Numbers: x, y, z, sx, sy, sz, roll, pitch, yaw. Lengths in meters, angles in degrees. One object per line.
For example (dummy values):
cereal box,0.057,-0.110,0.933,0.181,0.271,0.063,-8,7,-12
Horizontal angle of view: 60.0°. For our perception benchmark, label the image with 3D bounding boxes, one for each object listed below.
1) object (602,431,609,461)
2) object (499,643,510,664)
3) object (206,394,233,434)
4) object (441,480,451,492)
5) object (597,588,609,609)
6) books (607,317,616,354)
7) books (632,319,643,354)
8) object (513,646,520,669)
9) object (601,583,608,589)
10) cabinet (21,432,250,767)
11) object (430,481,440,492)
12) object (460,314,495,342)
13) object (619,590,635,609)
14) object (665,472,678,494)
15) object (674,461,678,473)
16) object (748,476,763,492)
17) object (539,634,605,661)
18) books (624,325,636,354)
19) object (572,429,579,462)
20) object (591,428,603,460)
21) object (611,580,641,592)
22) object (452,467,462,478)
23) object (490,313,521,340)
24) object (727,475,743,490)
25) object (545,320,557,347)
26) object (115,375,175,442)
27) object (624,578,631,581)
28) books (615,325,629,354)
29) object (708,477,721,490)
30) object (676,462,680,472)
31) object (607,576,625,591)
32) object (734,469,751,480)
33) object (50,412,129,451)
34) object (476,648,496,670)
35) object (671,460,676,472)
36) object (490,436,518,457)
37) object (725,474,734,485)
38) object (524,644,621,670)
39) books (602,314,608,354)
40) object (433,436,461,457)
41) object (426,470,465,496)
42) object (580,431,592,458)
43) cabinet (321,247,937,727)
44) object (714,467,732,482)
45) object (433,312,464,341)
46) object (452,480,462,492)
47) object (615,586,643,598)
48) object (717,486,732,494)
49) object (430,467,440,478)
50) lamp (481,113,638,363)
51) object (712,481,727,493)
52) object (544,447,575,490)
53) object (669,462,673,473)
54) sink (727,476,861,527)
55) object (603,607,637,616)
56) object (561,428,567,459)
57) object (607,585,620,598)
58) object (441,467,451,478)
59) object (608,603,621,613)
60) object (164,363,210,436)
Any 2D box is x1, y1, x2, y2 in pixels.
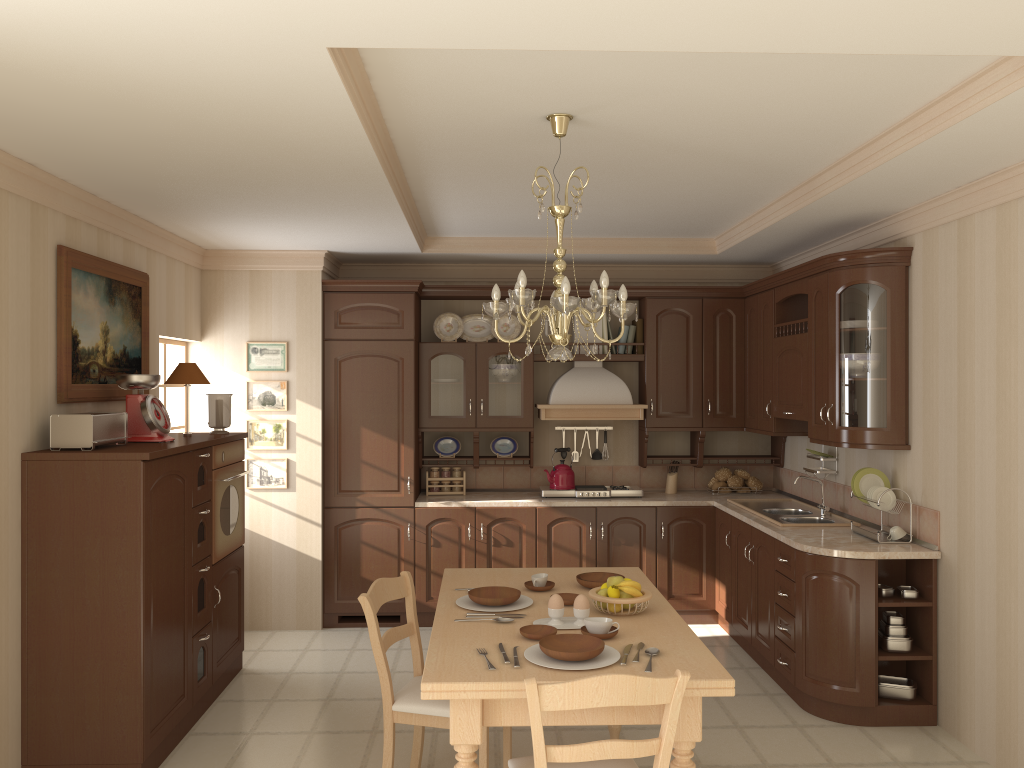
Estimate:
object,0.686,0.453,6.515,0.049,0.219,0.049,0,0,-24
object,-0.027,0.844,2.785,0.018,0.008,0.212,0,0,-7
object,-1.630,0.165,4.939,0.144,0.220,0.144,0,0,-19
object,-0.472,0.732,6.334,0.068,0.088,0.068,0,0,14
object,0.349,0.799,3.300,0.074,0.076,0.072,0,0,-27
books,0.707,-0.347,6.434,0.068,0.271,0.194,0,0,-2
books,0.912,-0.339,6.429,0.052,0.254,0.205,0,0,-2
object,0.015,0.844,2.749,0.022,0.008,0.218,0,0,1
object,0.359,0.776,3.356,0.045,0.047,0.055,0,0,30
cabinet,-1.718,0.950,4.307,0.538,1.349,1.513,0,0,-2
object,-0.550,0.732,6.325,0.068,0.088,0.068,0,0,14
object,-0.250,-0.405,6.380,0.342,0.209,0.073,0,0,-1
object,0.422,0.799,3.286,0.077,0.065,0.076,0,0,-25
object,1.165,0.714,6.430,0.078,0.148,0.151,0,0,36
object,1.180,0.657,6.424,0.053,0.198,0.027,0,0,-18
object,1.738,0.714,6.343,0.097,0.106,0.117,0,0,44
object,0.186,0.824,2.752,0.204,0.042,0.204,0,0,-32
books,0.846,-0.316,6.424,0.080,0.209,0.205,0,0,-2
object,0.464,0.451,6.509,0.051,0.245,0.003,0,0,-2
object,0.626,0.442,6.526,0.088,0.236,0.028,0,0,-2
object,0.439,0.759,3.274,0.066,0.085,0.184,0,0,36
object,-0.395,0.631,6.343,0.068,0.088,0.068,0,0,14
object,-0.046,-0.407,6.330,0.220,0.210,0.068,0,0,-4
object,1.594,0.702,6.339,0.110,0.102,0.115,0,0,27
object,0.295,-0.336,6.371,0.163,0.248,0.174,0,0,-39
object,-1.761,0.114,4.233,0.263,0.317,0.218,0,0,2
object,0.433,0.756,3.349,0.054,0.046,0.047,0,0,40
books,0.795,-0.316,6.431,0.086,0.209,0.205,0,0,-2
object,1.472,0.722,6.427,0.123,0.109,0.092,0,0,-34
object,1.199,0.648,6.456,0.050,0.159,0.022,0,0,-32
object,0.389,0.749,3.320,0.068,0.061,0.069,0,0,15
object,1.661,0.653,6.406,0.112,0.078,0.125,0,0,-7
object,-1.810,0.201,3.829,0.192,0.150,0.360,0,0,-2
object,-0.079,0.846,2.731,0.028,0.004,0.218,0,0,-12
object,1.167,0.652,6.455,0.027,0.191,0.052,0,0,44
object,-0.056,0.448,6.388,0.202,0.143,0.071,0,0,-4
object,1.578,0.693,6.439,0.113,0.092,0.110,0,0,-40
object,0.187,0.842,2.752,0.299,0.009,0.299,0,0,-23
books,0.669,-0.365,6.426,0.042,0.305,0.194,0,0,-2
object,-0.466,0.448,6.376,0.202,0.143,0.071,0,0,-4
object,-0.475,0.704,6.335,0.276,0.170,0.140,0,0,-6
object,0.540,0.444,6.511,0.089,0.195,0.005,0,0,-2
cabinet,0.374,0.468,5.339,3.226,2.313,2.436,0,0,-2
object,1.522,0.651,6.384,0.118,0.105,0.100,0,0,-7
object,-0.452,-0.407,6.317,0.220,0.210,0.068,0,0,-4
object,-0.395,0.732,6.343,0.068,0.088,0.068,0,0,14
object,0.444,0.777,3.255,0.064,0.094,0.176,0,0,35
object,1.527,0.759,6.380,0.114,0.058,0.119,0,0,-37
object,-0.550,0.631,6.325,0.068,0.088,0.068,0,0,14
lamp,0.175,-0.572,3.249,0.501,0.982,0.502,0,0,-32
object,1.487,0.740,6.357,0.104,0.092,0.114,0,0,45
object,0.343,0.586,6.172,0.181,0.282,0.227,0,0,21
object,1.145,0.663,6.435,0.053,0.198,0.027,0,0,-18
sink,1.689,0.721,5.439,0.448,0.348,1.077,0,0,-2
object,0.404,0.842,3.306,0.128,0.011,0.128,0,0,39
object,0.380,0.438,6.504,0.048,0.231,0.015,0,0,-1
object,0.374,0.767,3.259,0.045,0.053,0.051,0,0,-14
object,-0.472,0.631,6.334,0.068,0.088,0.068,0,0,14
object,0.376,0.815,3.248,0.055,0.046,0.046,0,0,31
object,-1.728,0.082,4.723,0.237,0.388,0.235,0,0,10
